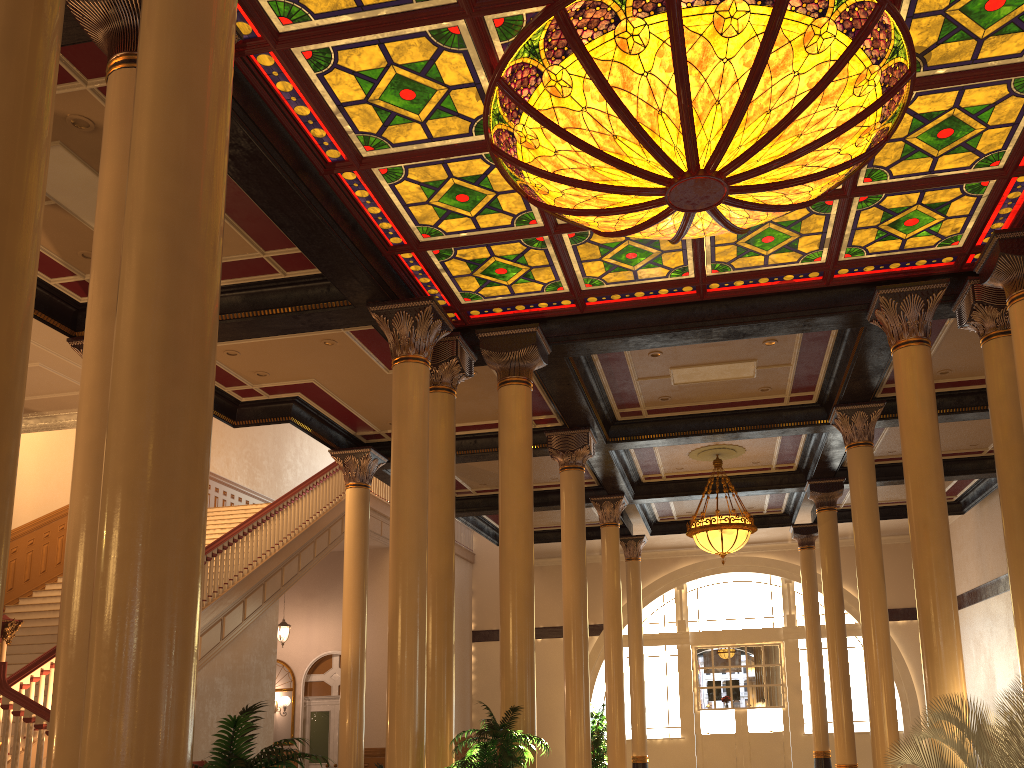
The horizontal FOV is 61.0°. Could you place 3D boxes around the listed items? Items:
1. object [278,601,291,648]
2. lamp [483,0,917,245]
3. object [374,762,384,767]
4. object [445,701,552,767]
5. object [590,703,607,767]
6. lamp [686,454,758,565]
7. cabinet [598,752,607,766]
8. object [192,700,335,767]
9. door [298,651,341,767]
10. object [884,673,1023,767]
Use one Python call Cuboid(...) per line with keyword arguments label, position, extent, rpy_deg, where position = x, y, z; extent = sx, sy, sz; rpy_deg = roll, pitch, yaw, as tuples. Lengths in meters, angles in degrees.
Cuboid(label="object", position=(-3.871, 0.128, 4.011), extent=(0.675, 4.134, 30.931), rpy_deg=(0, -20, -5))
Cuboid(label="lamp", position=(1.296, -1.615, 6.165), extent=(2.962, 0.582, 3.159), rpy_deg=(-5, -20, 9))
Cuboid(label="object", position=(-1.656, 5.854, 11.822), extent=(1.111, 1.388, 1.048), rpy_deg=(-14, -19, 39))
Cuboid(label="object", position=(-0.159, 3.854, 7.599), extent=(1.123, 2.079, 1.031), rpy_deg=(6, -15, -29))
Cuboid(label="object", position=(1.540, 6.931, 16.017), extent=(1.123, 2.079, 1.031), rpy_deg=(6, -15, -29))
Cuboid(label="lamp", position=(3.498, 2.105, 14.598), extent=(1.181, 1.842, 1.244), rpy_deg=(-3, -14, 6))
Cuboid(label="cabinet", position=(1.805, 7.796, 16.997), extent=(0.528, 1.085, 0.981), rpy_deg=(-4, -16, 12))
Cuboid(label="object", position=(-1.127, 2.400, 3.595), extent=(1.036, 2.079, 1.119), rpy_deg=(-1, -13, 0))
Cuboid(label="door", position=(-3.929, 7.591, 19.034), extent=(1.456, 3.362, 0.211), rpy_deg=(-4, -12, 10))
Cuboid(label="object", position=(3.994, 3.312, 6.706), extent=(2.054, 2.182, 1.883), rpy_deg=(-1, -15, -1))
